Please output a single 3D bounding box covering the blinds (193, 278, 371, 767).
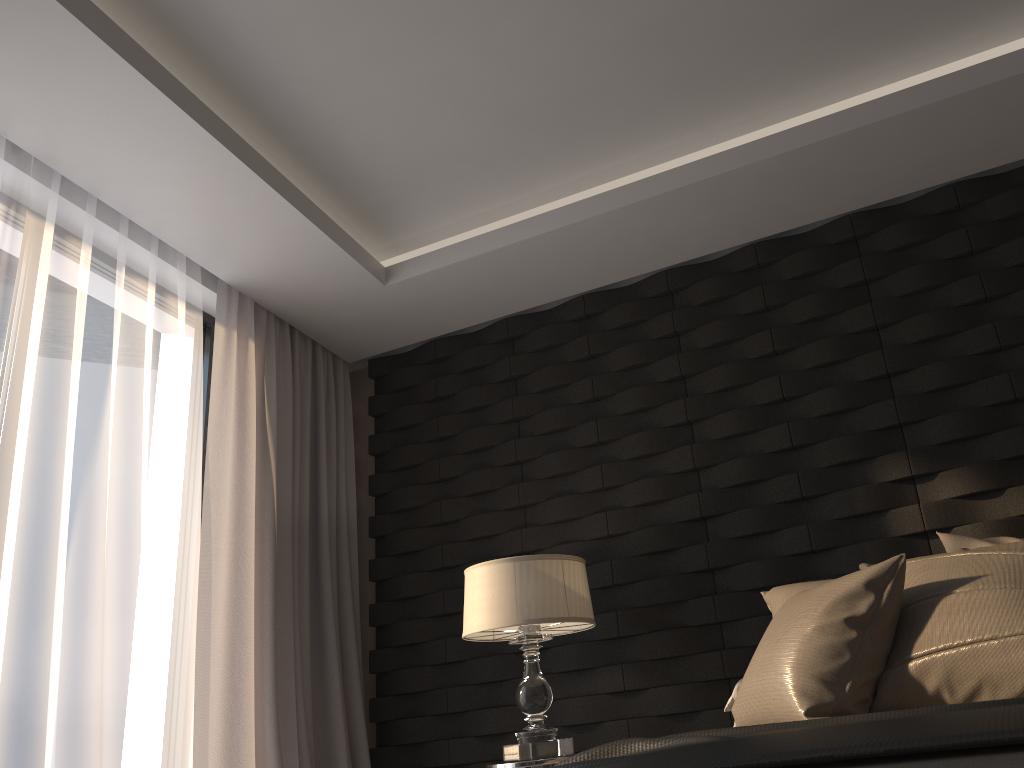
[{"bbox_3d":[-0.820,0.817,3.539,0.331,2.641,1.028,-11,-23,17],"label":"blinds"}]

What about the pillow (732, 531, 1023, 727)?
[{"bbox_3d":[1.134,0.579,2.271,1.208,0.518,0.936,-16,-24,24],"label":"pillow"}]

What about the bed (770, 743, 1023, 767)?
[{"bbox_3d":[1.005,0.972,1.715,2.203,0.624,2.384,-16,-24,24],"label":"bed"}]

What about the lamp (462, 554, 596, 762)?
[{"bbox_3d":[0.067,0.947,3.031,0.488,0.631,0.444,8,-25,-30],"label":"lamp"}]

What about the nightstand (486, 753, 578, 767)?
[{"bbox_3d":[0.116,1.516,2.796,0.524,0.603,0.578,-21,-27,35],"label":"nightstand"}]

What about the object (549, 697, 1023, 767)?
[{"bbox_3d":[0.763,0.676,1.389,1.976,0.322,0.642,-15,-24,21],"label":"object"}]
